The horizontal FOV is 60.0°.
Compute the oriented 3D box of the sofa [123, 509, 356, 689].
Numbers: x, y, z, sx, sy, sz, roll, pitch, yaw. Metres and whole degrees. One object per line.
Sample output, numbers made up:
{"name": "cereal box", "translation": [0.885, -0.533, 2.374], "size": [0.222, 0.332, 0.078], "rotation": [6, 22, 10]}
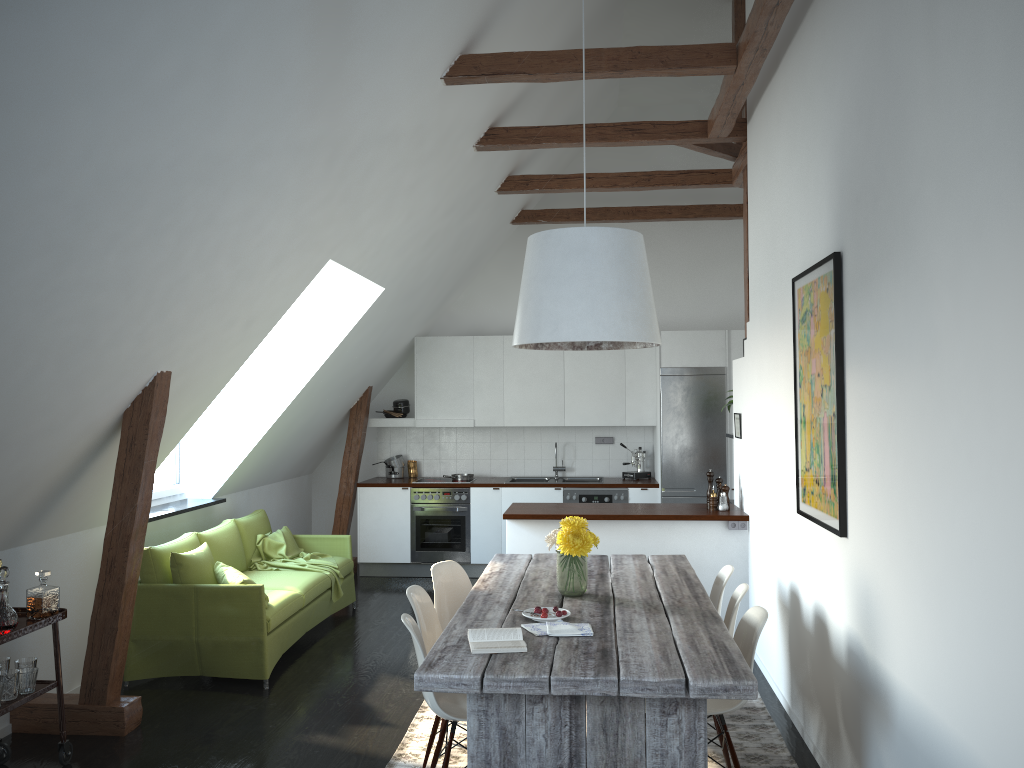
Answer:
{"name": "sofa", "translation": [-1.822, 1.425, 6.359], "size": [0.898, 0.825, 2.093], "rotation": [0, -1, 4]}

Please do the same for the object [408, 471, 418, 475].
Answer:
{"name": "object", "translation": [-1.034, 0.937, 9.248], "size": [0.100, 0.048, 0.099], "rotation": [-1, -1, 24]}

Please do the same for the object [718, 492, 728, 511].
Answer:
{"name": "object", "translation": [1.492, 0.830, 6.270], "size": [0.069, 0.135, 0.069], "rotation": [0, -1, -20]}

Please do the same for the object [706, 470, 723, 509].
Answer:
{"name": "object", "translation": [1.465, 0.759, 6.400], "size": [0.123, 0.283, 0.061], "rotation": [-1, -1, 5]}

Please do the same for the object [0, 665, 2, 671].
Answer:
{"name": "object", "translation": [-2.329, 1.326, 3.957], "size": [0.095, 0.119, 0.095], "rotation": [0, -1, -33]}

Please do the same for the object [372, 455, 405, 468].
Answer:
{"name": "object", "translation": [-1.291, 0.822, 9.203], "size": [0.371, 0.169, 0.203], "rotation": [0, -1, -22]}

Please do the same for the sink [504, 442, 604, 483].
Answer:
{"name": "sink", "translation": [0.432, 0.850, 8.856], "size": [0.963, 0.519, 0.671], "rotation": [-1, -1, 5]}

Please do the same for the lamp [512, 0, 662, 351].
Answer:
{"name": "lamp", "translation": [0.362, -1.581, 4.190], "size": [0.757, 2.813, 0.697], "rotation": [0, -2, -35]}

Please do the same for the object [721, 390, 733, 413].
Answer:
{"name": "object", "translation": [1.893, 0.147, 6.948], "size": [0.493, 0.486, 0.506], "rotation": [-1, -1, 25]}

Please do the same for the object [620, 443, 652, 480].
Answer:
{"name": "object", "translation": [1.220, 0.772, 8.923], "size": [0.353, 0.370, 0.206], "rotation": [1, -2, -38]}

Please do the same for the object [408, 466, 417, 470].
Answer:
{"name": "object", "translation": [-1.040, 0.877, 9.252], "size": [0.099, 0.057, 0.101], "rotation": [-1, -1, 17]}

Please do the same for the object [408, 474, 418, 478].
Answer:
{"name": "object", "translation": [-1.032, 0.959, 9.248], "size": [0.100, 0.036, 0.100], "rotation": [0, -1, 2]}

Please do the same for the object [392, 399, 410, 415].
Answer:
{"name": "object", "translation": [-1.149, 0.239, 9.202], "size": [0.190, 0.166, 0.200], "rotation": [0, -1, -32]}

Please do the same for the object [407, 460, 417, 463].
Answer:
{"name": "object", "translation": [-1.041, 0.821, 9.248], "size": [0.100, 0.047, 0.099], "rotation": [0, -1, 1]}

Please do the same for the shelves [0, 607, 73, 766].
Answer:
{"name": "shelves", "translation": [-2.306, 1.420, 3.836], "size": [0.438, 0.732, 0.803], "rotation": [0, -1, 2]}

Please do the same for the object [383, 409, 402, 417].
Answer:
{"name": "object", "translation": [-1.231, 0.299, 9.102], "size": [0.061, 0.077, 0.331], "rotation": [1, -2, -36]}

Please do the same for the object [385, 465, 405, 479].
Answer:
{"name": "object", "translation": [-1.197, 0.899, 9.162], "size": [0.200, 0.154, 0.348], "rotation": [0, -1, -15]}

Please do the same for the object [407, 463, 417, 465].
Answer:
{"name": "object", "translation": [-1.042, 0.842, 9.249], "size": [0.100, 0.036, 0.100], "rotation": [-1, -1, 34]}

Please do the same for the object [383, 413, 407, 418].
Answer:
{"name": "object", "translation": [-1.199, 0.324, 9.142], "size": [0.243, 0.056, 0.350], "rotation": [0, -1, -6]}

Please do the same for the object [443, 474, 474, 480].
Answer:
{"name": "object", "translation": [-0.556, 0.935, 8.958], "size": [0.351, 0.061, 0.232], "rotation": [0, -1, -21]}

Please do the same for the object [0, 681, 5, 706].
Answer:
{"name": "object", "translation": [-2.220, 1.333, 3.789], "size": [0.092, 0.099, 0.092], "rotation": [0, -1, -17]}

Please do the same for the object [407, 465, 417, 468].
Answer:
{"name": "object", "translation": [-1.042, 0.859, 9.248], "size": [0.100, 0.036, 0.100], "rotation": [0, -1, -28]}

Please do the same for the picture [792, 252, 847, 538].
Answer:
{"name": "picture", "translation": [1.396, 0.050, 4.064], "size": [0.036, 1.181, 0.808], "rotation": [-1, -1, 5]}

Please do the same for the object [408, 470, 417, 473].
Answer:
{"name": "object", "translation": [-1.036, 0.919, 9.249], "size": [0.099, 0.051, 0.099], "rotation": [0, -1, -9]}

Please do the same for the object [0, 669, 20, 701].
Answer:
{"name": "object", "translation": [-2.216, 1.324, 3.897], "size": [0.095, 0.119, 0.095], "rotation": [0, -1, -33]}

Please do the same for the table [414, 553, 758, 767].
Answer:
{"name": "table", "translation": [0.353, 1.380, 4.110], "size": [1.141, 0.788, 2.421], "rotation": [-1, -1, 5]}

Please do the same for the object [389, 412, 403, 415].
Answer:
{"name": "object", "translation": [-1.199, 0.303, 9.144], "size": [0.065, 0.031, 0.335], "rotation": [1, -2, -37]}

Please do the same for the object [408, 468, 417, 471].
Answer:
{"name": "object", "translation": [-1.038, 0.899, 9.252], "size": [0.099, 0.043, 0.100], "rotation": [0, -1, -7]}

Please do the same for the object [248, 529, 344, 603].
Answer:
{"name": "object", "translation": [-1.641, 1.416, 6.979], "size": [0.722, 0.493, 0.711], "rotation": [0, -1, 1]}

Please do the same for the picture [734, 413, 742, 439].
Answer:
{"name": "picture", "translation": [1.637, 0.302, 6.418], "size": [0.023, 0.182, 0.250], "rotation": [-1, -1, 5]}

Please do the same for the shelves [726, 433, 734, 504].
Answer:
{"name": "shelves", "translation": [2.017, 0.664, 6.832], "size": [0.660, 0.553, 0.408], "rotation": [-1, -1, 5]}

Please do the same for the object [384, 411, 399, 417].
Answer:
{"name": "object", "translation": [-1.244, 0.306, 9.094], "size": [0.065, 0.065, 0.332], "rotation": [0, -1, -27]}

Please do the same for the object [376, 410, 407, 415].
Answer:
{"name": "object", "translation": [-1.267, 0.310, 9.187], "size": [0.357, 0.075, 0.244], "rotation": [0, -1, -24]}
